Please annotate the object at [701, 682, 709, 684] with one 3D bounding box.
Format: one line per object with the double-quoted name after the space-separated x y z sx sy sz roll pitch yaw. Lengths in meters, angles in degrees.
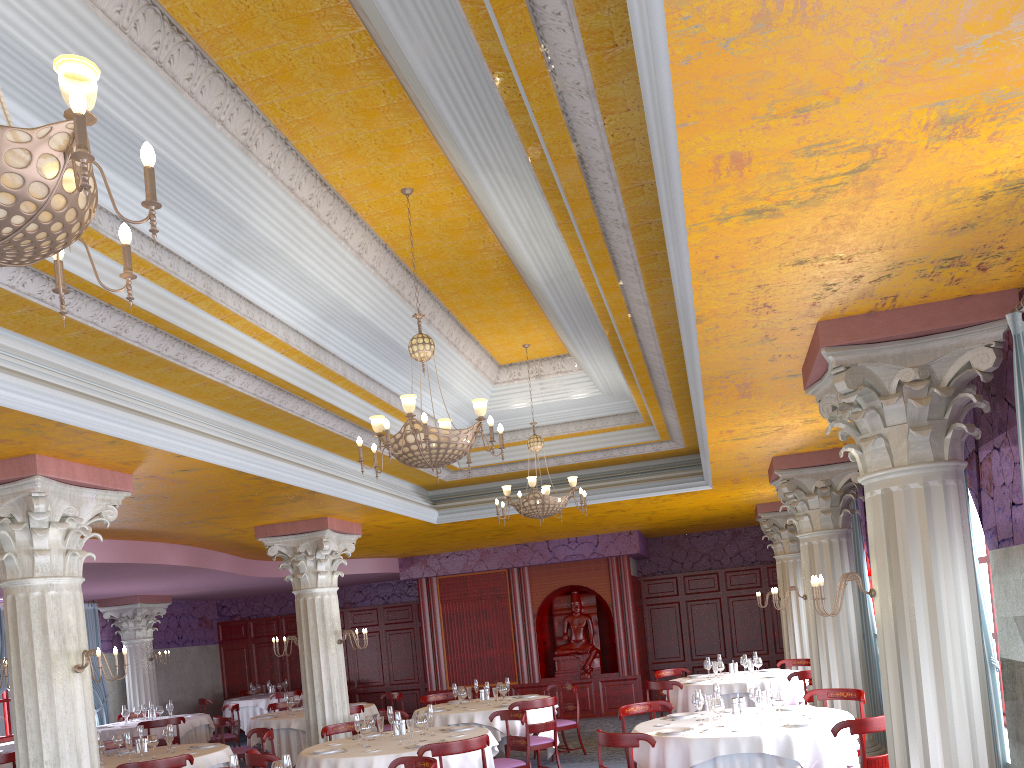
2.731 4.224 12.100 0.253 0.003 0.023 4 -18 -32 "object"

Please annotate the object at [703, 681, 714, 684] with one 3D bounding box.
2.752 4.204 12.069 0.256 0.019 0.057 2 -16 -27 "object"

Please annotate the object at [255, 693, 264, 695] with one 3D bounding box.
-5.881 7.262 20.048 0.312 0.024 0.325 -4 -16 -7 "object"

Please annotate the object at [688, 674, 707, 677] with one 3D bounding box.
2.870 4.529 13.283 0.315 0.024 0.322 -9 -16 13 "object"

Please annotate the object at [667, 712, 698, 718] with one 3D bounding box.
1.719 3.345 8.638 0.311 0.024 0.326 -1 -16 -16 "object"

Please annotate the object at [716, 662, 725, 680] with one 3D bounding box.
3.001 4.130 12.322 0.121 0.261 0.125 -4 -4 -18 "object"

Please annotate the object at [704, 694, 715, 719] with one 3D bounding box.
1.908 3.123 8.285 0.086 0.234 0.086 -6 -3 16 "object"

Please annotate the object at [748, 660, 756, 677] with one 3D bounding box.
3.454 4.101 12.330 0.085 0.234 0.087 -5 -2 -7 "object"

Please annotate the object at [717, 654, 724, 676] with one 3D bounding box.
3.159 4.269 13.004 0.073 0.331 0.075 -4 -2 -41 "object"

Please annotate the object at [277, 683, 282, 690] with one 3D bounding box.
-5.189 6.823 19.140 0.124 0.261 0.122 -7 -4 27 "object"

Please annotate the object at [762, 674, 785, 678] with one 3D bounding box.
3.663 4.087 11.974 0.315 0.024 0.322 -9 -16 13 "object"

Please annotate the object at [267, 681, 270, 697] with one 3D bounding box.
-5.406 6.776 19.022 0.074 0.331 0.074 -6 -1 4 "object"

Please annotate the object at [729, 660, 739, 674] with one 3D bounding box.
3.285 4.196 12.710 0.144 0.209 0.073 -5 -2 -6 "object"

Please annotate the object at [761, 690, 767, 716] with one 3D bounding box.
2.404 3.047 8.184 0.087 0.234 0.085 -7 -3 38 "object"

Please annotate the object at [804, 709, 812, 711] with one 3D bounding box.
2.844 3.124 8.215 0.232 0.013 0.028 4 -16 -31 "object"

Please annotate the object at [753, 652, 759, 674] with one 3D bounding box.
3.623 4.146 12.724 0.073 0.331 0.075 -4 -2 -41 "object"

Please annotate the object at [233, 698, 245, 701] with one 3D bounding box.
-5.998 6.937 18.833 0.256 0.019 0.057 2 -16 -27 "object"

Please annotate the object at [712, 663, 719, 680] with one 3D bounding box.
2.957 4.177 12.431 0.085 0.234 0.087 -5 -2 -7 "object"

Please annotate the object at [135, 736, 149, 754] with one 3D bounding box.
-4.225 4.100 9.760 0.144 0.209 0.073 -5 -2 -6 "object"

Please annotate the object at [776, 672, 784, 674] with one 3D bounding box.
3.908 4.224 12.521 0.162 0.009 0.161 -15 -18 32 "object"

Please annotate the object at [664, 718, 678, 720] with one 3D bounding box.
1.591 3.336 8.522 0.022 0.003 0.263 4 -18 -31 "object"

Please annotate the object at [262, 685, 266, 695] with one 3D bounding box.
-5.692 7.040 19.694 0.085 0.234 0.087 -5 -2 -7 "object"

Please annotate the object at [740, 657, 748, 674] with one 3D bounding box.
3.509 4.252 12.937 0.122 0.261 0.124 -6 -3 4 "object"

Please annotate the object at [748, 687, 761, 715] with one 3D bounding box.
2.358 3.068 8.293 0.122 0.261 0.124 -6 -3 4 "object"

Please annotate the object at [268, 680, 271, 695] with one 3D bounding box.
-5.591 7.002 19.768 0.074 0.331 0.074 -6 -1 4 "object"

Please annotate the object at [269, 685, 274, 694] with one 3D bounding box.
-5.465 6.929 19.474 0.144 0.209 0.073 -5 -2 -6 "object"

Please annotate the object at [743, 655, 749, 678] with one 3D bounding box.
3.344 4.043 12.257 0.073 0.331 0.075 -4 -2 -41 "object"

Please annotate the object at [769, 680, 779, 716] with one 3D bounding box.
2.473 2.962 8.079 0.074 0.331 0.074 -6 -1 4 "object"

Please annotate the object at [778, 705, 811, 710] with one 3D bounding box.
2.768 3.173 8.383 0.315 0.024 0.322 -9 -16 13 "object"

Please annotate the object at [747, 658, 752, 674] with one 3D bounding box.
3.555 4.231 12.829 0.087 0.234 0.085 -7 -3 38 "object"

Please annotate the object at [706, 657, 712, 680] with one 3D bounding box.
2.880 4.166 12.537 0.073 0.331 0.075 -4 -2 -41 "object"

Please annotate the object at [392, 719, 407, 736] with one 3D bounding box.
-1.191 3.604 9.035 0.144 0.209 0.073 -5 -2 -6 "object"

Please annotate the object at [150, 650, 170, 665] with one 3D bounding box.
-5.219 5.398 15.833 5.830 1.168 0.351 -19 -10 41 "object"

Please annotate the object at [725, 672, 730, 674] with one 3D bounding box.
3.379 4.496 13.314 0.162 0.009 0.161 -15 -18 32 "object"

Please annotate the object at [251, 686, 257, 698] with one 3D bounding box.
-5.749 6.863 19.087 0.121 0.261 0.125 -3 -4 -40 "object"

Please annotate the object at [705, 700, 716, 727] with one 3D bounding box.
1.807 2.993 7.786 0.087 0.234 0.085 -7 -3 38 "object"

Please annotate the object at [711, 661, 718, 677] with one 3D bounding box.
3.058 4.307 12.930 0.085 0.234 0.087 -5 -2 -7 "object"

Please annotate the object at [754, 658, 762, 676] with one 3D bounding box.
3.561 4.090 12.375 0.124 0.261 0.122 -7 -4 27 "object"

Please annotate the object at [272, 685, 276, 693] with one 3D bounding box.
-5.296 6.834 19.094 0.085 0.234 0.087 -5 -2 -7 "object"

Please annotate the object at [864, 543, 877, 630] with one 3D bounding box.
5.309 2.837 12.012 0.161 2.496 3.654 -6 -10 12 "object"

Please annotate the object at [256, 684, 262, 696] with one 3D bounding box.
-5.801 7.024 19.649 0.121 0.261 0.125 -3 -4 -40 "object"

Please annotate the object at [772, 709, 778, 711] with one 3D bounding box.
2.653 3.231 8.512 0.253 0.003 0.023 4 -18 -32 "object"

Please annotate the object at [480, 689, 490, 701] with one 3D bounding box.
-0.393 4.425 12.256 0.144 0.209 0.073 -5 -2 -6 "object"

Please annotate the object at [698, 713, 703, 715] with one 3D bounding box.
1.887 3.356 8.714 0.027 0.013 0.241 2 -17 -30 "object"

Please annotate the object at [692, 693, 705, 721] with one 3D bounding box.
1.798 3.108 8.240 0.124 0.261 0.122 -7 -4 27 "object"

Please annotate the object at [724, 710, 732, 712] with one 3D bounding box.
2.229 3.312 8.670 0.163 0.009 0.159 -20 -21 41 "object"

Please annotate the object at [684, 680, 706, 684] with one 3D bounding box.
2.614 4.260 12.230 0.315 0.024 0.322 -9 -16 13 "object"

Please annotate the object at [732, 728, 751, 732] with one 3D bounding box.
1.967 2.968 7.343 0.159 0.009 0.164 6 -19 -35 "object"

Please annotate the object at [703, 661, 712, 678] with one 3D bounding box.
2.949 4.292 12.885 0.124 0.261 0.122 -7 -4 27 "object"

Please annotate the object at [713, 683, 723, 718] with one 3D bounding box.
2.008 3.085 8.359 0.073 0.331 0.075 -5 -1 -18 "object"

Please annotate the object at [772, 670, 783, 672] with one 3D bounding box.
3.994 4.308 12.860 0.232 0.013 0.028 4 -16 -31 "object"

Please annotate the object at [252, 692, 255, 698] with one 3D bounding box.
-5.793 6.910 19.195 0.085 0.234 0.087 -5 -2 -7 "object"

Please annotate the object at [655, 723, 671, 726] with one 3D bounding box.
1.438 3.240 8.137 0.160 0.009 0.163 -9 -16 13 "object"

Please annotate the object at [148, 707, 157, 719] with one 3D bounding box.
-6.331 5.783 15.064 0.144 0.209 0.073 -5 -2 -6 "object"

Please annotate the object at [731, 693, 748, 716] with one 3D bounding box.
2.135 3.012 8.065 0.144 0.209 0.073 -5 -2 -6 "object"

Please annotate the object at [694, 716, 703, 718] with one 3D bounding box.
1.851 3.297 8.486 0.138 0.010 0.031 3 -16 -29 "object"

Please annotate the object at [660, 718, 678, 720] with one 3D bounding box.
1.559 3.324 8.500 0.054 0.019 0.267 1 -17 -26 "object"

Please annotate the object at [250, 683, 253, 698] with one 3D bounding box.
-5.871 6.899 19.302 0.074 0.331 0.074 -6 -1 4 "object"

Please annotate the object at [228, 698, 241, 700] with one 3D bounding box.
-6.136 6.993 18.994 0.312 0.024 0.325 -4 -16 -7 "object"

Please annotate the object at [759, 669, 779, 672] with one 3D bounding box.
3.918 4.357 13.028 0.315 0.024 0.322 -9 -16 13 "object"
